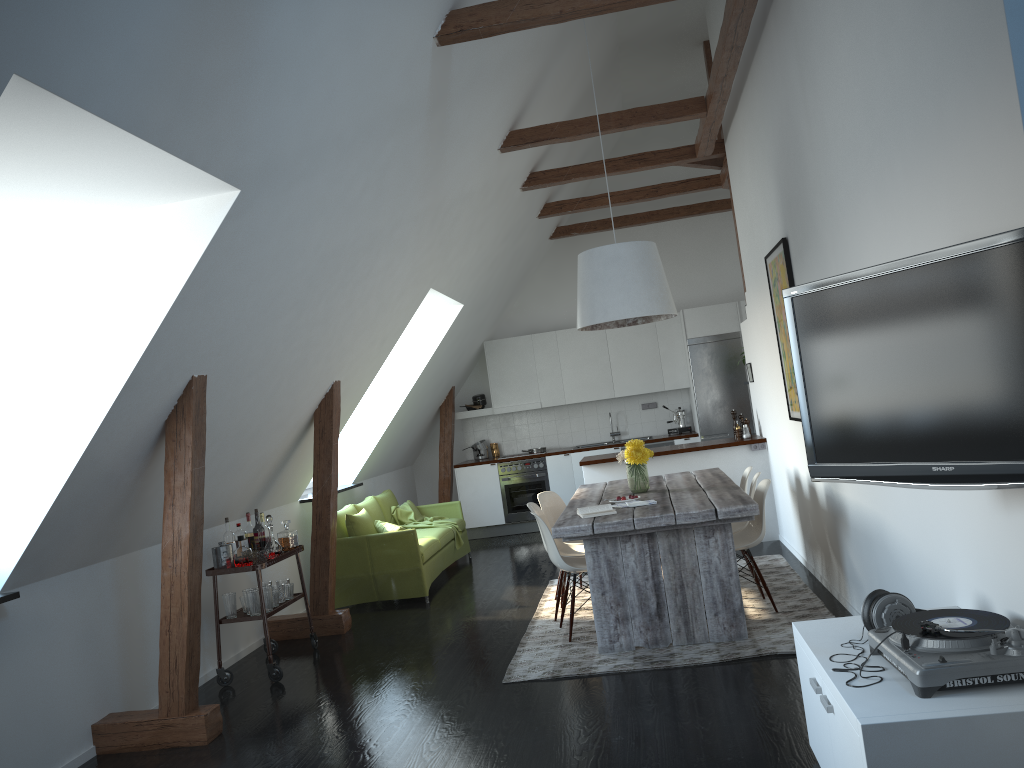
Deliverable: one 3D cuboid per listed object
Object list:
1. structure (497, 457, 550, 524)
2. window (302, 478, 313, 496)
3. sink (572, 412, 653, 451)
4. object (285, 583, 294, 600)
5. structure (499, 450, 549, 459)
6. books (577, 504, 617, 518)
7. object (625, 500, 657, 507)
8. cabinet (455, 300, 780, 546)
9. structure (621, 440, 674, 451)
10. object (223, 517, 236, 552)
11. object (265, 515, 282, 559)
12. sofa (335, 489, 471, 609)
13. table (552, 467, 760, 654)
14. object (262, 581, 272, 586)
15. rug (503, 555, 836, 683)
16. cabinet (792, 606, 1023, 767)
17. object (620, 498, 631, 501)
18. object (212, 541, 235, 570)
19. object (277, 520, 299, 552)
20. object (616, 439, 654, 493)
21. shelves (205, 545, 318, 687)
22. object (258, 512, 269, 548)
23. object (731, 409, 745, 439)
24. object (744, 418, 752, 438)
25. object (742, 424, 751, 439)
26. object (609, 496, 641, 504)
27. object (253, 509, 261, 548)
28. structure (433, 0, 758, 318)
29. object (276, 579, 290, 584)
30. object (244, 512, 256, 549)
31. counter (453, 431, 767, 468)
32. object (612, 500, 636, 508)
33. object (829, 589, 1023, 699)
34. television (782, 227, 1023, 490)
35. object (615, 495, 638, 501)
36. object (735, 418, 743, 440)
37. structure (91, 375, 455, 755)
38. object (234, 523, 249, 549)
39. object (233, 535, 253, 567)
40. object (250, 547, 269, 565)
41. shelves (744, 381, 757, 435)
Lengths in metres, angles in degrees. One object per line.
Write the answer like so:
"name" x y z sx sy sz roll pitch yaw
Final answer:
"structure" 0.207 1.271 10.857 0.583 0.725 0.749 -8 -2 8
"window" 0.163 -1.506 4.791 5.959 4.249 8.018 -8 -2 8
"sink" 1.218 0.606 10.780 0.963 0.519 0.671 -8 -2 8
"object" -1.523 1.412 6.028 0.092 0.099 0.092 -7 -2 -14
"structure" 0.148 0.884 10.856 0.574 0.041 0.504 -8 -2 8
"books" 0.501 0.753 5.283 0.202 0.042 0.251 -8 -2 -4
"object" 0.794 0.729 5.453 0.182 0.016 0.179 -8 -2 3
"cabinet" 1.221 0.416 9.616 4.208 2.369 3.033 -8 -2 8
"structure" 1.660 1.057 10.565 0.612 0.725 0.582 -8 -2 8
"object" -1.824 1.023 5.730 0.073 0.320 0.073 -8 -2 -1
"object" -1.589 1.008 5.855 0.114 0.292 0.114 -7 -2 -20
"sofa" -1.050 1.462 8.378 0.898 0.825 2.093 -8 -2 7
"table" 0.998 1.122 6.037 1.141 0.788 2.421 -8 -2 8
"object" -1.704 1.430 6.140 0.095 0.119 0.095 -7 -2 -30
"rug" 1.061 1.502 6.004 1.898 0.022 2.677 -8 -2 8
"cabinet" 1.318 1.117 2.826 0.623 0.507 1.069 -8 -2 8
"object" 0.704 0.741 5.663 0.110 0.011 0.058 -8 -2 12
"object" -1.823 1.090 5.608 0.135 0.182 0.052 -6 -3 -45
"object" -1.557 1.053 6.152 0.101 0.211 0.101 -9 -2 23
"object" 0.862 0.564 6.114 0.233 0.365 0.293 -7 -2 -21
"shelves" -1.642 1.510 5.879 0.438 0.732 0.803 -8 -2 4
"object" -1.661 1.015 5.951 0.081 0.307 0.081 -8 -2 14
"object" 2.120 0.370 8.283 0.123 0.283 0.061 -8 -2 8
"object" 2.184 0.409 8.217 0.058 0.184 0.058 -8 -2 4
"object" 2.150 0.436 8.151 0.069 0.135 0.069 -7 -2 -17
"object" 0.721 0.743 5.662 0.205 0.024 0.205 -8 -2 0
"object" -1.717 1.012 6.021 0.080 0.329 0.080 -8 -2 -1
"structure" 2.418 -2.582 2.634 10.230 3.562 15.910 -8 -2 13
"object" -1.577 1.412 6.125 0.095 0.119 0.095 -7 -2 -30
"object" -1.806 1.040 6.125 0.081 0.308 0.081 -8 -2 0
"counter" 0.833 0.753 9.642 3.365 0.038 3.085 -8 -2 8
"object" 0.715 0.742 5.480 0.182 0.014 0.185 -7 -2 -18
"object" 1.274 0.787 2.803 0.558 0.162 0.742 -8 -2 5
"television" 1.382 -0.059 2.557 0.537 0.652 1.005 -7 -2 -27
"object" 0.733 0.729 5.670 0.132 0.034 0.144 -7 -2 -20
"object" 2.103 0.416 8.201 0.080 0.192 0.058 -8 -2 -8
"structure" -1.938 0.913 4.906 1.023 1.963 12.350 -8 -2 8
"object" -1.815 1.060 5.934 0.067 0.257 0.099 -8 -2 13
"object" -1.695 1.057 5.578 0.087 0.206 0.087 -9 -2 33
"object" -1.659 1.114 5.731 0.245 0.092 0.151 -9 -2 37
"shelves" 2.673 0.205 8.692 0.660 0.553 0.408 -8 -2 8
